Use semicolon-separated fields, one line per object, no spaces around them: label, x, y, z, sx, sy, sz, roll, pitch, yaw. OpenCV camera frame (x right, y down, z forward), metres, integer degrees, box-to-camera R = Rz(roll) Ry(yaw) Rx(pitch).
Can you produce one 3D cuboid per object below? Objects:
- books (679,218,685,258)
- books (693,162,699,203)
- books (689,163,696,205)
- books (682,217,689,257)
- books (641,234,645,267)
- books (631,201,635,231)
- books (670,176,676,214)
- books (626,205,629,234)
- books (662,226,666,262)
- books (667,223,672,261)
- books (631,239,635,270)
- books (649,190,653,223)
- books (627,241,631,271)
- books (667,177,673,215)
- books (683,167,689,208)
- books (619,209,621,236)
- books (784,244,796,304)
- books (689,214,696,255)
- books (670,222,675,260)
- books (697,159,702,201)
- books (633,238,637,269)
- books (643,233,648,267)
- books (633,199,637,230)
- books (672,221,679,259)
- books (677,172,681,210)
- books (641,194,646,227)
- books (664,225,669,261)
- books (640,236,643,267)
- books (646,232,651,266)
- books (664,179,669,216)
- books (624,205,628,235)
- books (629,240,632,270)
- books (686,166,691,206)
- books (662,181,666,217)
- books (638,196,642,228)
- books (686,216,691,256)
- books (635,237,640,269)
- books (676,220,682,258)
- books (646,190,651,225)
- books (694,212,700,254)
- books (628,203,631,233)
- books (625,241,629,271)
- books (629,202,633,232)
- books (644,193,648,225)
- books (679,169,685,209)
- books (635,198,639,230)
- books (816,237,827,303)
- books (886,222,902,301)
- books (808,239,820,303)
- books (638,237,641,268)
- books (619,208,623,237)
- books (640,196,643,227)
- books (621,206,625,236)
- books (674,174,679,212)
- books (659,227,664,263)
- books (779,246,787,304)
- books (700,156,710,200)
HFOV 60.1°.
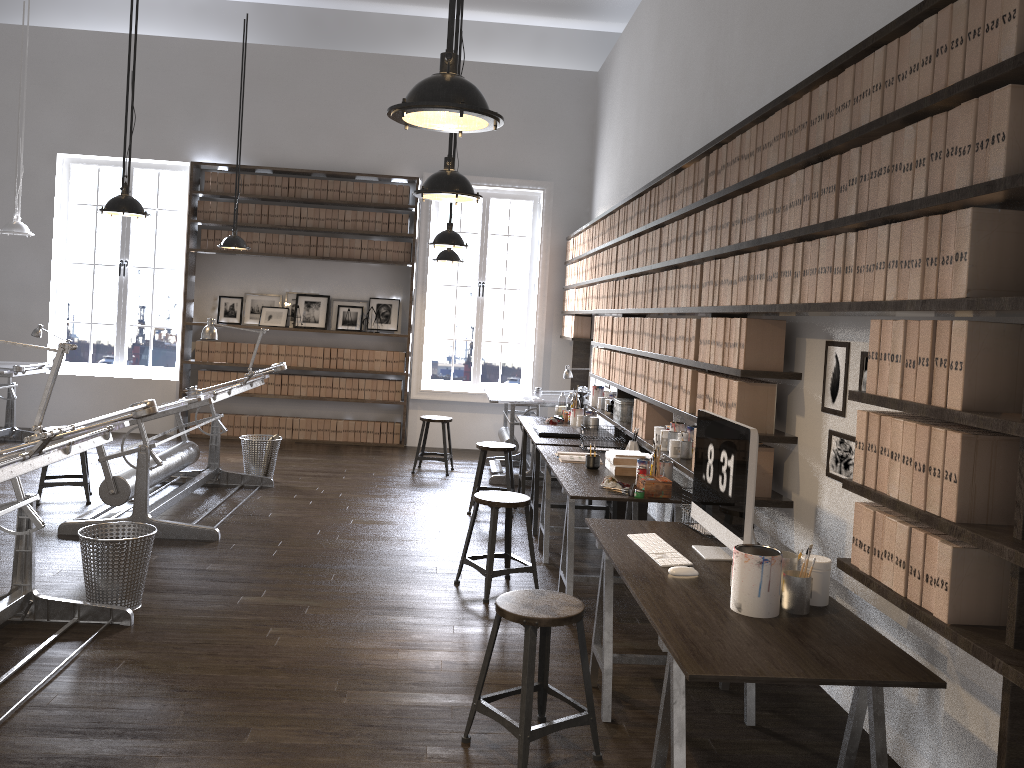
books;1.028;-0.799;4.911;0.174;0.225;0.067;3;2;-4
books;1.059;-1.058;4.692;0.174;0.225;0.067;3;2;-4
books;1.049;-1.064;4.758;0.174;0.225;0.067;3;2;-4
books;1.029;-0.793;4.841;0.174;0.225;0.067;3;2;-4
books;0.954;-0.875;5.880;0.174;0.225;0.067;3;2;-4
books;0.945;-1.183;6.286;0.174;0.225;0.067;3;2;-4
books;1.023;-1.096;5.169;0.174;0.225;0.067;3;2;-4
books;0.934;-1.200;6.498;0.174;0.225;0.067;3;2;-4
books;0.998;-0.831;5.321;0.174;0.225;0.067;3;2;-4
books;1.006;-0.820;5.179;0.174;0.225;0.067;3;2;-4
books;0.932;-0.902;6.228;0.174;0.225;0.067;3;2;-4
books;0.987;-1.139;5.729;0.174;0.225;0.067;3;2;-4
books;0.926;-0.913;6.370;0.174;0.225;0.067;3;2;-4
books;1.015;-1.102;5.242;0.174;0.225;0.067;3;2;-4
books;1.043;-1.074;4.888;0.174;0.225;0.067;3;2;-4
books;0.912;-1.222;6.775;0.174;0.225;0.067;3;2;-4
books;1.118;-0.405;3.309;0.174;0.225;0.067;3;2;-4
books;1.038;-0.782;4.695;0.174;0.225;0.067;3;2;-4
books;1.012;-0.815;5.116;0.174;0.225;0.067;3;2;-4
books;1.064;-1.053;4.621;0.174;0.225;0.067;3;2;-4
books;0.942;-0.896;6.158;0.174;0.225;0.067;3;2;-4
books;0.959;-0.869;5.808;0.174;0.225;0.067;3;2;-4
books;0.951;-1.178;6.223;0.174;0.225;0.067;3;2;-4
books;1.012;-0.810;5.049;0.174;0.225;0.067;3;2;-4
books;1.035;-1.085;5.030;0.174;0.225;0.067;3;2;-4
books;0.967;-1.157;5.948;0.174;0.225;0.067;3;2;-4
books;0.999;-0.825;5.251;0.174;0.225;0.067;3;2;-4
books;0.954;-0.880;5.943;0.174;0.225;0.067;3;2;-4
books;0.968;-0.863;5.736;0.174;0.225;0.067;3;2;-4
books;1.009;-1.107;5.314;0.174;0.225;0.067;3;2;-4
books;0.925;-1.205;6.567;0.174;0.225;0.067;3;2;-4
books;0.931;-0.907;6.299;0.174;0.225;0.067;3;2;-4
books;1.049;-1.069;4.825;0.174;0.225;0.067;3;2;-4
books;1.009;-1.112;5.377;0.174;0.225;0.067;3;2;-4
books;0.962;-1.168;6.090;0.174;0.225;0.067;3;2;-4
books;1.038;-0.787;4.770;0.174;0.225;0.067;3;2;-4
books;0.941;-0.891;6.082;0.174;0.225;0.067;3;2;-4
books;1.023;-0.804;4.982;0.174;0.225;0.067;3;2;-4
books;0.977;-1.146;5.802;0.174;0.225;0.067;3;2;-4
books;1.049;-0.776;4.621;0.174;0.225;0.067;3;2;-4
books;0.937;-1.194;6.428;0.174;0.225;0.067;3;2;-4
books;0.916;-0.918;6.437;0.174;0.225;0.067;3;2;-4
books;0.938;-1.189;6.358;0.174;0.225;0.067;3;2;-4
books;0.977;-1.151;5.877;0.174;0.225;0.067;3;2;-4
books;1.036;-1.080;4.960;0.174;0.225;0.067;3;2;-4
books;0.951;-1.173;6.156;0.174;0.225;0.067;3;2;-4
books;1.142;-0.382;3.024;0.174;0.225;0.067;3;2;-4
books;1.175;-0.344;2.535;0.174;0.225;0.067;3;2;-4
books;1.138;-0.388;3.098;0.174;0.225;0.067;3;2;-4
books;0.952;-0.885;6.009;0.174;0.225;0.067;3;2;-4
books;0.912;-1.217;6.712;0.174;0.225;0.067;3;2;-4
books;0.967;-1.162;6.019;0.174;0.225;0.067;3;2;-4
books;0.917;-1.211;6.639;0.174;0.225;0.067;3;2;-4
books;1.032;-1.090;5.100;0.174;0.225;0.067;3;2;-4
books;0.996;-0.836;5.391;0.174;0.225;0.067;3;2;-4
books;1.120;-0.409;3.375;0.174;0.225;0.067;3;2;-4
books;1.065;-1.047;4.550;0.174;0.225;0.067;3;2;-4
